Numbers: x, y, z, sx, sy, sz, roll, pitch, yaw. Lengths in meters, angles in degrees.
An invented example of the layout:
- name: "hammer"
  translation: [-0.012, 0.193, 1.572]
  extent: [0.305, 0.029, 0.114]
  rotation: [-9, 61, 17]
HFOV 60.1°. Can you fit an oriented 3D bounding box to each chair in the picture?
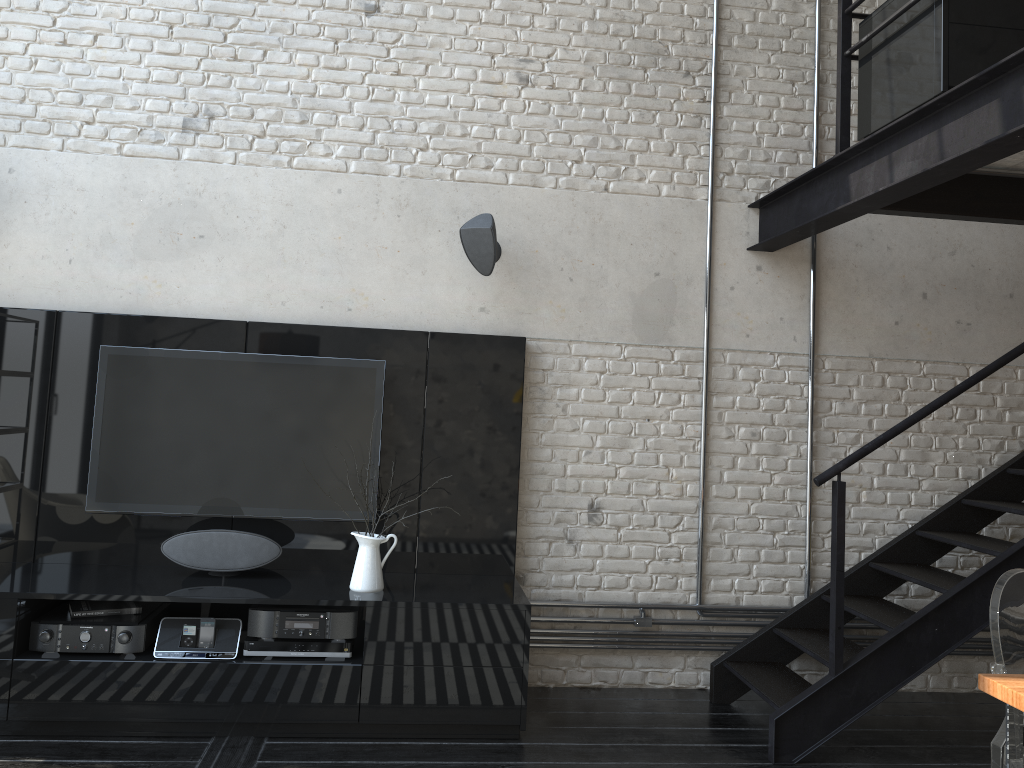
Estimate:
- name: "chair"
  translation: [1.639, 1.055, 2.498]
  extent: [0.540, 0.945, 0.587]
  rotation: [3, -4, -6]

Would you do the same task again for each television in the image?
- name: "television"
  translation: [-1.286, 0.240, 4.191]
  extent: [1.317, 0.776, 0.071]
  rotation: [3, -5, -6]

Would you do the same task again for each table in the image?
- name: "table"
  translation: [2.598, 1.195, 2.006]
  extent: [2.671, 0.737, 0.924]
  rotation: [3, -3, -6]

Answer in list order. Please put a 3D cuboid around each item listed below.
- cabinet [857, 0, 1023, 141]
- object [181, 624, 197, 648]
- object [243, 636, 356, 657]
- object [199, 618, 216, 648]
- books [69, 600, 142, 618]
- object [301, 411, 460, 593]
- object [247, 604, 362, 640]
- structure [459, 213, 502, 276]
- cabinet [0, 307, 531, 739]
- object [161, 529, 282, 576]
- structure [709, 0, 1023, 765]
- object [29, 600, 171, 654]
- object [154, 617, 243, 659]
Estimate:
- name: "cabinet"
  translation: [3.080, -1.189, 3.635]
  extent: [3.178, 0.554, 0.604]
  rotation: [3, -3, -6]
- name: "object"
  translation: [-1.319, 1.032, 3.617]
  extent: [0.057, 0.097, 0.011]
  rotation: [3, -5, -6]
- name: "object"
  translation: [-0.905, 1.098, 3.835]
  extent: [0.440, 0.059, 0.369]
  rotation: [3, -1, -6]
- name: "object"
  translation: [-1.248, 1.021, 3.624]
  extent: [0.059, 0.125, 0.008]
  rotation: [3, -5, -6]
- name: "books"
  translation: [-1.732, 0.951, 3.767]
  extent: [0.267, 0.024, 0.198]
  rotation: [4, -2, -29]
- name: "object"
  translation: [-0.562, 0.506, 3.805]
  extent: [0.697, 0.785, 0.350]
  rotation: [3, -4, -9]
- name: "object"
  translation: [-0.888, 1.004, 3.842]
  extent: [0.446, 0.131, 0.406]
  rotation: [3, -2, -6]
- name: "structure"
  translation: [-0.138, -0.685, 4.367]
  extent: [0.178, 0.307, 0.356]
  rotation: [2, -3, 12]
- name: "cabinet"
  translation: [-1.483, 0.543, 3.933]
  extent: [3.104, 1.732, 0.730]
  rotation: [3, -4, -6]
- name: "object"
  translation: [-1.306, 0.760, 4.031]
  extent: [0.528, 0.219, 0.203]
  rotation: [3, -3, -6]
- name: "structure"
  translation: [3.190, -0.081, 2.282]
  extent: [3.785, 3.356, 4.767]
  rotation: [3, -3, -6]
- name: "object"
  translation: [-1.733, 1.032, 3.737]
  extent: [0.446, 0.131, 0.418]
  rotation: [3, -2, -6]
- name: "object"
  translation: [-1.289, 1.043, 3.651]
  extent: [0.328, 0.141, 0.129]
  rotation: [3, -3, -6]
